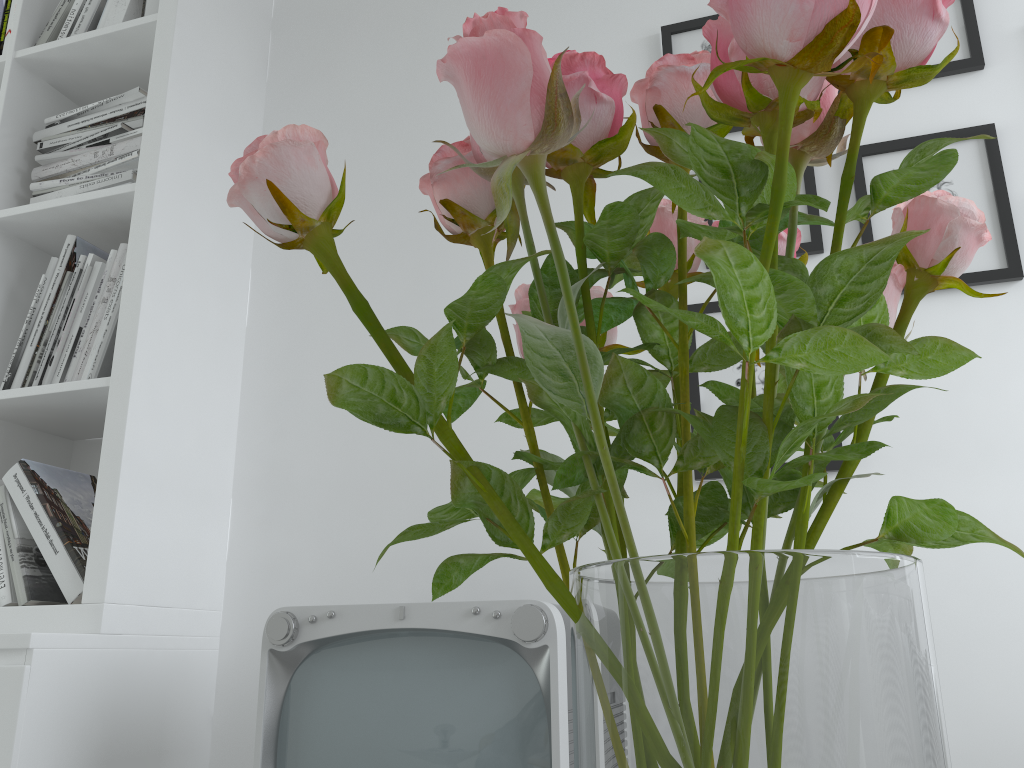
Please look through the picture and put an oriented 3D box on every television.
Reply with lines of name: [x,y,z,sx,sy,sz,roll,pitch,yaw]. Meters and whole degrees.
television: [-0.102,0.496,1.205,0.414,0.374,0.273,-6,-18,17]

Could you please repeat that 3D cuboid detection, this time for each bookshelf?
bookshelf: [-1.377,0.126,1.813,1.595,2.416,0.440,-6,-18,17]

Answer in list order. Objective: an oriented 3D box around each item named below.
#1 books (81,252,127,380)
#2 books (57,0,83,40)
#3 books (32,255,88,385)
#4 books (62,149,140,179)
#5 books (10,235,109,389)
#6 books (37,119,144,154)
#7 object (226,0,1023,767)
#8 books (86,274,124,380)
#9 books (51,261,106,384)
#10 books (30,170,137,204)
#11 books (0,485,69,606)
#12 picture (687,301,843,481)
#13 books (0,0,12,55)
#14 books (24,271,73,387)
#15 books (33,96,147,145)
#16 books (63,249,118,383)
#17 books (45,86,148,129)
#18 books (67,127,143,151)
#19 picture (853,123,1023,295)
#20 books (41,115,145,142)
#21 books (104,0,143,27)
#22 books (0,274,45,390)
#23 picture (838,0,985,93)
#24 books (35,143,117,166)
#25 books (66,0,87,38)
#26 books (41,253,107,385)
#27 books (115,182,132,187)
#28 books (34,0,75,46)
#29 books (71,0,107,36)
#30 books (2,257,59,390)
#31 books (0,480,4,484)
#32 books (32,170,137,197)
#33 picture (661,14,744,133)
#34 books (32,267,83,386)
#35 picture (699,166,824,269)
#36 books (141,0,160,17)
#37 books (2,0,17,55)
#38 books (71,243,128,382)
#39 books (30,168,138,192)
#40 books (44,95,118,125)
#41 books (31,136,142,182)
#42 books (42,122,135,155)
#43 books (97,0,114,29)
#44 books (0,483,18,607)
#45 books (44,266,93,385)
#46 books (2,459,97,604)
books: [-0.724,-0.094,1.721,0.091,0.269,0.174,-6,-18,17]
books: [-0.908,-0.781,1.965,0.101,0.218,0.161,-6,-18,17]
books: [-0.835,-0.087,1.763,0.090,0.282,0.182,-6,-18,17]
books: [-0.805,-0.402,1.848,0.288,0.016,0.182,-9,-19,27]
books: [-0.866,-0.109,1.763,0.109,0.325,0.176,-6,-18,17]
books: [-0.829,-0.480,1.867,0.263,0.017,0.167,-6,-18,17]
object: [0.080,0.098,0.427,0.327,0.599,0.350,-14,-21,36]
books: [-0.695,-0.111,1.691,0.090,0.282,0.182,-6,-18,17]
books: [-0.789,-0.085,1.731,0.085,0.258,0.167,-6,-18,17]
books: [-0.818,-0.361,1.822,0.273,0.021,0.174,-8,-18,22]
books: [-0.829,0.295,1.586,0.118,0.213,0.161,-6,-18,17]
picture: [0.410,0.001,1.468,0.232,0.306,0.019,-6,-18,17]
books: [-1.084,-0.762,1.982,0.045,0.196,0.136,-6,-18,17]
books: [-0.857,-0.074,1.750,0.078,0.248,0.161,-6,-18,17]
books: [-0.816,-0.514,1.869,0.331,0.025,0.176,-8,-18,22]
books: [-0.765,-0.094,1.741,0.090,0.282,0.182,-6,-18,17]
books: [-0.817,-0.536,1.865,0.285,0.012,0.159,-9,-19,27]
books: [-0.813,-0.458,1.850,0.285,0.012,0.159,-8,-18,22]
picture: [0.691,-0.285,1.460,0.225,0.274,0.018,-6,-18,17]
books: [-0.827,-0.495,1.869,0.254,0.013,0.161,-6,-18,17]
books: [-0.771,-0.808,1.924,0.105,0.242,0.174,-6,-18,17]
books: [-0.909,-0.069,1.760,0.077,0.248,0.161,-6,-18,17]
picture: [0.666,-0.636,1.572,0.275,0.236,0.021,-6,-18,17]
books: [-0.826,-0.446,1.845,0.254,0.012,0.161,-4,-18,12]
books: [-0.881,-0.791,1.955,0.104,0.232,0.152,-6,-18,17]
books: [-0.814,-0.093,1.740,0.085,0.278,0.159,-6,-18,17]
books: [-0.815,-0.332,1.799,0.288,0.016,0.182,-8,-18,22]
books: [-0.955,-0.760,1.970,0.127,0.210,0.161,-6,-18,17]
books: [-0.851,-0.797,1.944,0.112,0.235,0.172,-6,-18,17]
books: [-0.893,-0.088,1.756,0.085,0.278,0.159,-6,-18,17]
books: [-0.893,0.293,1.610,0.104,0.232,0.152,-6,-18,17]
books: [-0.826,-0.376,1.832,0.254,0.013,0.161,-6,-18,17]
picture: [0.384,-0.579,1.654,0.196,0.248,0.018,-6,-18,17]
books: [-0.832,-0.079,1.733,0.078,0.249,0.161,-6,-18,17]
picture: [0.433,-0.311,1.556,0.196,0.202,0.018,-6,-18,17]
books: [-0.701,-0.841,1.900,0.053,0.290,0.176,-6,-18,17]
books: [-1.046,-0.764,1.966,0.036,0.191,0.139,-6,-18,17]
books: [-0.742,-0.102,1.735,0.103,0.293,0.180,-6,-18,17]
books: [-0.814,-0.386,1.847,0.288,0.016,0.182,-4,-18,12]
books: [-0.830,-0.546,1.878,0.254,0.012,0.161,-8,-18,22]
books: [-0.815,-0.426,1.842,0.296,0.028,0.180,-8,-18,22]
books: [-0.836,-0.469,1.854,0.256,0.013,0.161,-9,-19,27]
books: [-0.807,-0.801,1.941,0.093,0.239,0.172,-6,-18,17]
books: [-0.864,0.297,1.603,0.101,0.218,0.161,-6,-18,17]
books: [-0.807,-0.081,1.727,0.077,0.248,0.161,-6,-18,17]
books: [-0.763,0.269,1.576,0.226,0.255,0.176,-6,-18,17]
